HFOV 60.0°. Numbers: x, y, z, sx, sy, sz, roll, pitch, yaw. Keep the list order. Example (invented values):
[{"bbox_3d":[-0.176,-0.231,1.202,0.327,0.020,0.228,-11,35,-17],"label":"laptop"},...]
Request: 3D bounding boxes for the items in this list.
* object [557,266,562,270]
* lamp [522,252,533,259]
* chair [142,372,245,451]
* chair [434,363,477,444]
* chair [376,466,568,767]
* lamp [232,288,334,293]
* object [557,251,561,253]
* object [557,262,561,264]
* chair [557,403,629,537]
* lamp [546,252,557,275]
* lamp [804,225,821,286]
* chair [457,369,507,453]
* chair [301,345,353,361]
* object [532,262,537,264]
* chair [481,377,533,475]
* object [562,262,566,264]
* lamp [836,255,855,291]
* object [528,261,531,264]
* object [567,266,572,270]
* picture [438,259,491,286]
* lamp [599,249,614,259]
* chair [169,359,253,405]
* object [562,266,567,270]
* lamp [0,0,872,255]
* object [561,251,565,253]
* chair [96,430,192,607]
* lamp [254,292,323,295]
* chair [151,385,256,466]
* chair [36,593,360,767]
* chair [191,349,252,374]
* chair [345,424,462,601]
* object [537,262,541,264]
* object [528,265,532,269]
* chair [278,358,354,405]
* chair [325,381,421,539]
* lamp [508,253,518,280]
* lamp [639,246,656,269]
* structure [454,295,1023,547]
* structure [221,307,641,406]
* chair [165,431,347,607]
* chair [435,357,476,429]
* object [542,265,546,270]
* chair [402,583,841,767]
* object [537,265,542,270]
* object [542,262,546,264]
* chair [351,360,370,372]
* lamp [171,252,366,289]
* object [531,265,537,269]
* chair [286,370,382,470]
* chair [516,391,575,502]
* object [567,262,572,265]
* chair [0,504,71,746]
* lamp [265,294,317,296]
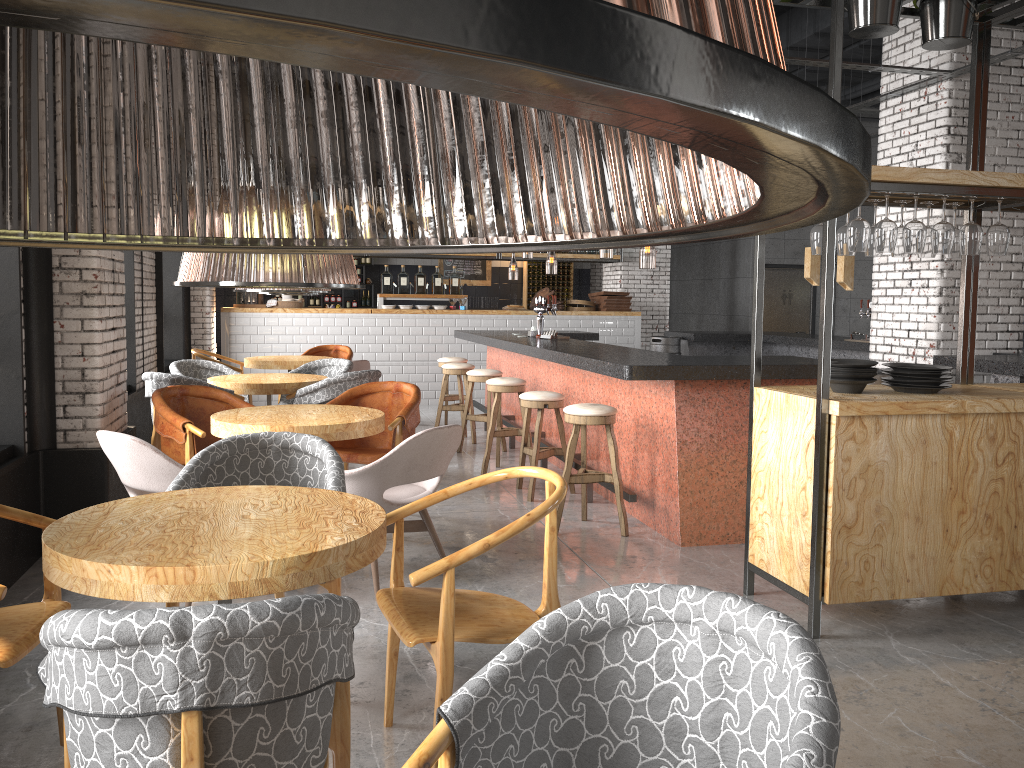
[{"bbox_3d":[0.868,-2.140,16.312,0.079,0.079,0.284,0,5,-13],"label":"object"},{"bbox_3d":[0.161,-2.023,8.621,0.108,1.596,0.108,2,4,18],"label":"lamp"},{"bbox_3d":[-2.435,0.359,6.547,0.681,0.927,0.644,3,5,31],"label":"chair"},{"bbox_3d":[-0.532,0.188,9.043,0.481,0.804,0.439,-3,6,-40],"label":"chair"},{"bbox_3d":[-0.087,0.744,2.804,0.644,0.919,0.613,-1,5,-22],"label":"chair"},{"bbox_3d":[-1.230,-1.697,4.756,0.537,2.402,0.537,3,5,28],"label":"lamp"},{"bbox_3d":[0.868,-2.456,16.304,0.079,0.079,0.284,0,5,-13],"label":"object"},{"bbox_3d":[0.864,-2.247,16.323,0.079,0.079,0.284,0,5,-13],"label":"object"},{"bbox_3d":[0.519,0.530,5.543,0.439,0.804,0.481,4,6,35],"label":"chair"},{"bbox_3d":[0.369,-1.794,8.015,0.108,1.596,0.108,-2,5,-32],"label":"lamp"},{"bbox_3d":[3.502,-1.913,10.279,0.127,1.544,0.127,0,4,-14],"label":"lamp"},{"bbox_3d":[-0.298,0.257,8.343,0.439,0.804,0.481,3,5,25],"label":"chair"},{"bbox_3d":[-2.093,0.022,10.178,0.681,0.927,0.645,1,5,9],"label":"chair"},{"bbox_3d":[0.415,-2.239,16.175,0.079,0.079,0.284,0,5,-13],"label":"object"},{"bbox_3d":[-0.099,0.347,7.410,0.439,0.804,0.481,-3,6,-40],"label":"chair"},{"bbox_3d":[0.957,-2.247,16.341,0.079,0.079,0.284,0,5,-13],"label":"object"},{"bbox_3d":[3.653,-1.822,9.651,0.127,1.604,0.127,0,4,-14],"label":"lamp"},{"bbox_3d":[0.318,-2.239,16.172,0.079,0.079,0.284,0,5,-13],"label":"object"},{"bbox_3d":[1.051,-2.142,16.356,0.079,0.079,0.284,0,5,-13],"label":"object"},{"bbox_3d":[-0.856,-2.362,16.170,0.980,1.140,0.021,0,4,-14],"label":"picture"},{"bbox_3d":[0.733,-1.689,6.748,0.108,1.459,0.108,-3,6,-42],"label":"lamp"},{"bbox_3d":[-2.588,0.265,7.533,0.644,0.927,0.682,3,5,31],"label":"chair"},{"bbox_3d":[0.956,-2.143,16.349,0.079,0.079,0.284,0,5,-13],"label":"object"},{"bbox_3d":[-0.142,-1.260,0.238,0.537,2.402,0.537,3,5,28],"label":"lamp"},{"bbox_3d":[0.964,-2.455,16.311,0.079,0.079,0.284,0,5,-13],"label":"object"},{"bbox_3d":[-1.588,0.610,4.339,0.771,0.849,0.803,4,6,36],"label":"chair"},{"bbox_3d":[-1.783,-1.920,7.053,0.537,2.402,0.537,3,5,28],"label":"lamp"},{"bbox_3d":[-1.836,0.482,5.317,0.644,0.927,0.682,3,5,29],"label":"chair"},{"bbox_3d":[-0.638,0.828,1.793,0.681,0.927,0.645,0,5,-14],"label":"chair"},{"bbox_3d":[-3.130,0.087,9.396,0.644,0.919,0.613,0,5,-7],"label":"chair"},{"bbox_3d":[-0.646,0.601,4.562,0.803,0.849,0.771,4,6,36],"label":"chair"},{"bbox_3d":[0.498,-2.243,16.231,0.079,0.079,0.284,0,5,-13],"label":"object"},{"bbox_3d":[0.319,-2.134,16.171,0.079,0.079,0.284,0,5,-13],"label":"object"},{"bbox_3d":[-1.667,0.249,7.825,0.681,0.927,0.644,3,5,31],"label":"chair"},{"bbox_3d":[-0.843,0.463,5.652,0.681,0.927,0.644,3,5,24],"label":"chair"},{"bbox_3d":[0.021,-1.881,9.208,0.108,1.596,0.108,2,4,18],"label":"lamp"},{"bbox_3d":[0.880,-1.535,5.642,0.108,1.596,0.108,2,4,18],"label":"lamp"},{"bbox_3d":[2.068,-0.057,8.449,4.310,1.531,5.886,-1,5,-14],"label":"structure"},{"bbox_3d":[-1.131,-0.415,12.918,5.800,1.344,1.513,-1,5,-14],"label":"structure"},{"bbox_3d":[-0.919,0.676,3.377,0.681,0.927,0.645,0,5,-4],"label":"chair"},{"bbox_3d":[-0.717,0.098,9.983,0.439,0.804,0.481,-4,6,-45],"label":"chair"},{"bbox_3d":[0.588,-2.139,16.265,0.079,0.079,0.284,0,5,-13],"label":"object"},{"bbox_3d":[0.254,0.866,1.502,0.681,0.927,0.644,4,6,36],"label":"chair"},{"bbox_3d":[0.501,-2.137,16.224,0.079,0.079,0.284,0,5,-13],"label":"object"},{"bbox_3d":[0.594,-2.242,16.238,0.079,0.079,0.284,0,5,-13],"label":"object"},{"bbox_3d":[-1.843,0.159,9.111,0.803,0.849,0.771,4,6,36],"label":"chair"},{"bbox_3d":[-0.677,-1.475,2.460,0.537,2.402,0.537,3,5,28],"label":"lamp"},{"bbox_3d":[0.414,-2.133,16.179,0.079,0.079,0.284,0,5,-13],"label":"object"},{"bbox_3d":[-1.308,0.343,6.872,0.644,0.927,0.682,3,5,31],"label":"chair"},{"bbox_3d":[0.203,0.450,6.668,0.481,0.804,0.439,-2,5,-35],"label":"chair"},{"bbox_3d":[1.055,-2.246,16.340,0.079,0.079,0.284,0,5,-13],"label":"object"},{"bbox_3d":[-1.646,0.751,2.522,0.644,0.919,0.613,0,5,-7],"label":"chair"},{"bbox_3d":[-2.324,-2.138,9.300,0.537,2.402,0.537,3,5,28],"label":"lamp"}]
